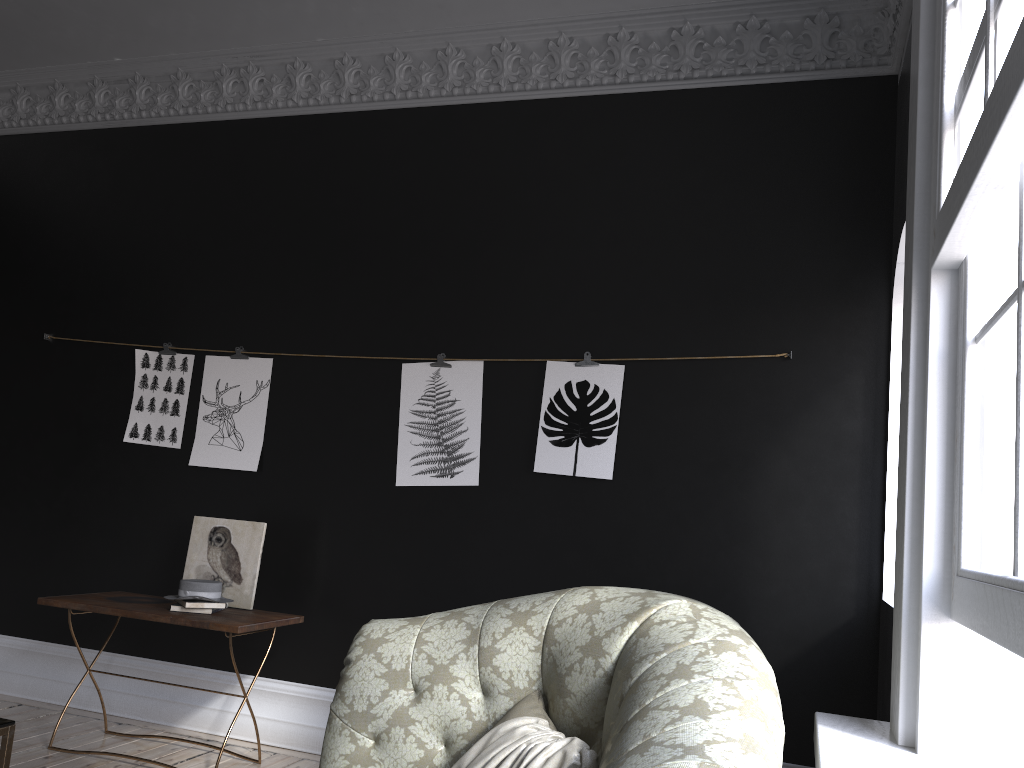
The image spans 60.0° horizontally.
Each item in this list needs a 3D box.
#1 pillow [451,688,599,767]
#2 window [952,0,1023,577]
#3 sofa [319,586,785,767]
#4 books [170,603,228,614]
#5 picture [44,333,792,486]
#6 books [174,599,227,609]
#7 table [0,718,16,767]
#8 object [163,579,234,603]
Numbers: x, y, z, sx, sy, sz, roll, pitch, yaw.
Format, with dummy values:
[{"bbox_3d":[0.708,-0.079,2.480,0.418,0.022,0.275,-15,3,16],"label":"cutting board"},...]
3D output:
[{"bbox_3d":[-0.109,0.940,1.857,0.529,0.415,1.108,2,-8,18],"label":"pillow"},{"bbox_3d":[0.744,-0.541,1.240,0.056,1.667,1.266,3,-8,18],"label":"window"},{"bbox_3d":[-0.198,0.951,1.371,1.605,1.158,2.821,2,-9,19],"label":"sofa"},{"bbox_3d":[-1.532,1.093,4.353,0.203,0.029,0.269,5,-8,-1],"label":"books"},{"bbox_3d":[-0.838,0.147,4.799,4.456,0.769,0.058,2,-8,18],"label":"picture"},{"bbox_3d":[-1.524,1.061,4.327,0.193,0.030,0.290,10,-9,-30],"label":"books"},{"bbox_3d":[-2.262,1.156,2.139,1.092,0.557,1.453,2,-9,18],"label":"table"},{"bbox_3d":[-1.512,1.000,4.301,0.328,0.087,0.259,7,-8,-15],"label":"object"}]
